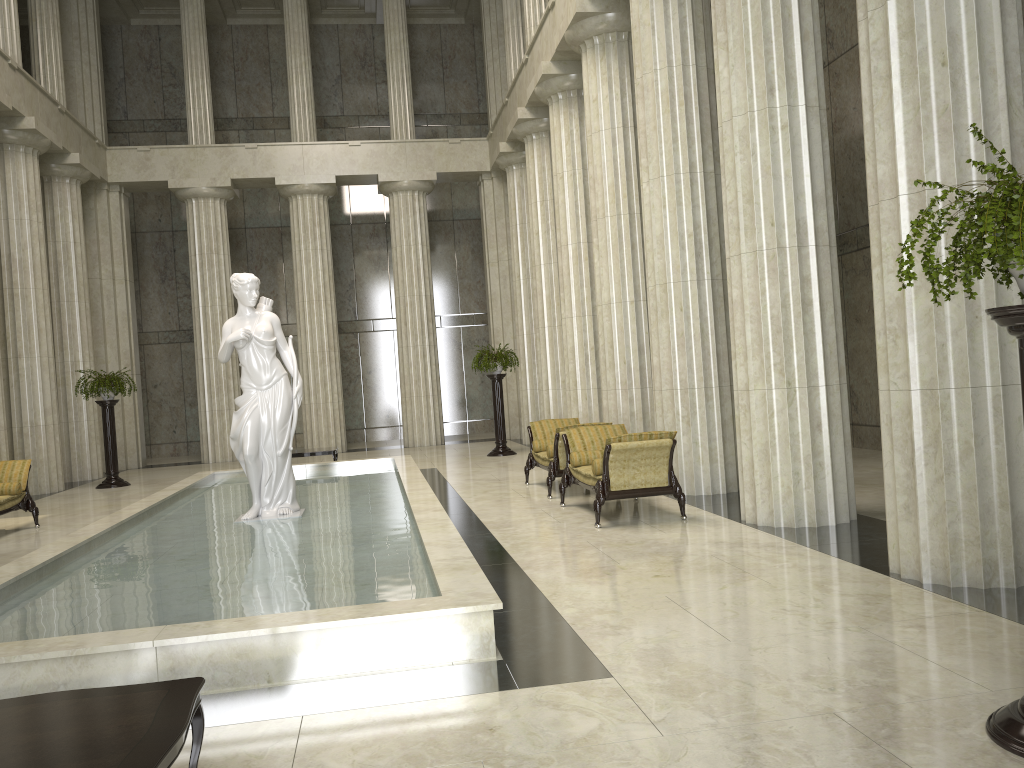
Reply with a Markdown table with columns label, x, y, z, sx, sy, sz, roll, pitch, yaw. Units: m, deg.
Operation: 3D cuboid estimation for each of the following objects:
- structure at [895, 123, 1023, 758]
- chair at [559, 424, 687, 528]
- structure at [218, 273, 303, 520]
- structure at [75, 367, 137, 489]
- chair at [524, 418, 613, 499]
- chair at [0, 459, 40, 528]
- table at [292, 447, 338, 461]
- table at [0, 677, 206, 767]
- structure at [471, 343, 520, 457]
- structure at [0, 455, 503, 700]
| label | x | y | z | sx | sy | sz | roll | pitch | yaw |
| --- | --- | --- | --- | --- | --- | --- | --- | --- | --- |
| structure | 2.188 | 0.214 | 3.461 | 1.159 | 2.386 | 1.053 | -4 | 0 | 21 |
| chair | 1.173 | 0.977 | 10.027 | 0.993 | 0.950 | 2.172 | -4 | 0 | -9 |
| structure | -2.919 | 0.206 | 10.379 | 0.940 | 3.044 | 0.729 | -4 | 0 | -15 |
| structure | -8.020 | 0.854 | 17.662 | 1.159 | 2.386 | 1.053 | -4 | 0 | -14 |
| chair | 0.784 | 0.994 | 12.463 | 0.993 | 0.950 | 2.172 | -4 | 0 | -9 |
| chair | -6.858 | 1.520 | 11.238 | 0.993 | 0.950 | 2.172 | -4 | 0 | -9 |
| table | -3.899 | 1.524 | 17.058 | 1.134 | 0.494 | 1.123 | -4 | 0 | -11 |
| table | -1.630 | 1.425 | 2.869 | 1.134 | 0.494 | 1.123 | -4 | 0 | -11 |
| structure | -0.300 | 0.323 | 18.893 | 1.053 | 2.386 | 1.159 | -4 | 0 | -4 |
| structure | -2.799 | 1.654 | 10.415 | 3.754 | 0.508 | 11.573 | -4 | 0 | -9 |
